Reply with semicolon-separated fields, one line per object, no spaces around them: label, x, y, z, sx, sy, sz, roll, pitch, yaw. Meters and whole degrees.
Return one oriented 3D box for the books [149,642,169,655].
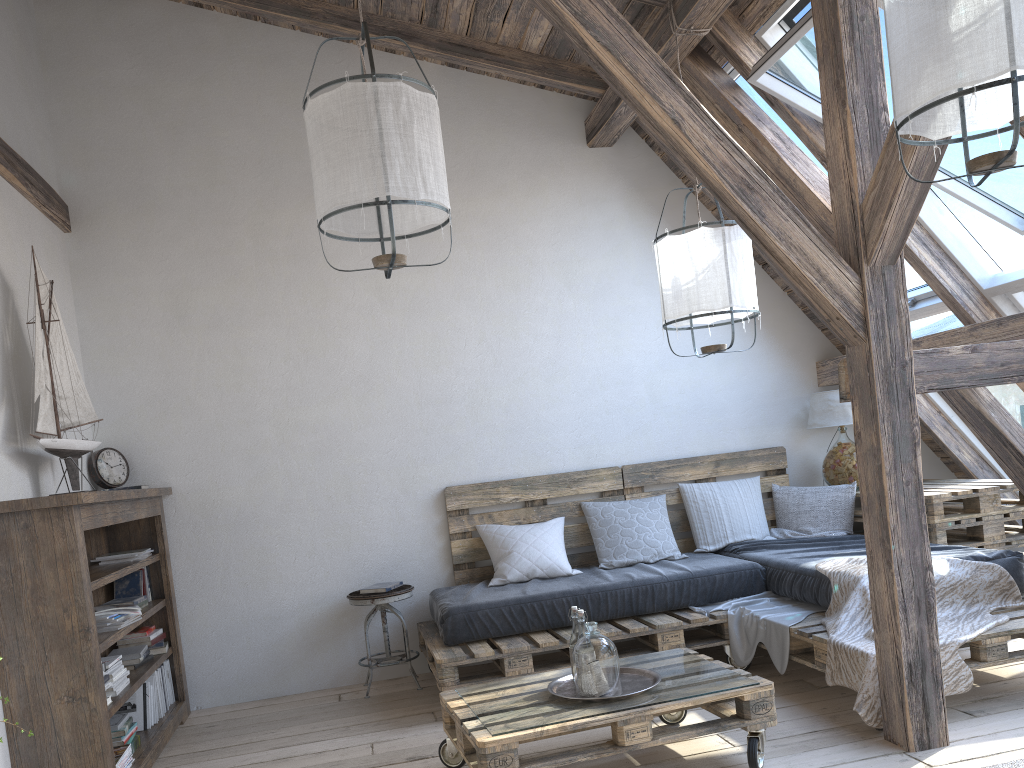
books;-1.804;1.308;4.310;0.218;0.030;0.163;-5;-5;-18

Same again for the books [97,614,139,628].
books;-1.688;0.989;3.665;0.204;0.009;0.259;-6;-5;-10

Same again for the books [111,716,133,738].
books;-1.673;1.428;3.633;0.173;0.025;0.222;-5;-5;-16

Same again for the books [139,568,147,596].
books;-1.863;0.997;4.298;0.139;0.176;0.059;-7;2;-12

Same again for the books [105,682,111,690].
books;-1.584;1.134;3.215;0.157;0.017;0.220;-6;-5;-7

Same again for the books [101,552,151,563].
books;-1.859;0.833;4.246;0.204;0.009;0.260;-5;-5;-20

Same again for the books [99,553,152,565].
books;-1.855;0.840;4.232;0.204;0.009;0.259;-5;-5;-17

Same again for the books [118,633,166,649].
books;-1.812;1.259;4.312;0.161;0.026;0.203;-6;-5;-4

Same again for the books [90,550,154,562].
books;-1.861;0.821;4.210;0.204;0.009;0.259;-6;-5;-5

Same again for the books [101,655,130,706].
books;-1.642;1.151;3.377;0.205;0.151;0.551;-6;-4;-12

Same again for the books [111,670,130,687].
books;-1.655;1.196;3.541;0.157;0.017;0.220;-6;-5;-7

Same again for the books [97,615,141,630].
books;-1.686;0.996;3.651;0.204;0.009;0.259;-6;-5;-7

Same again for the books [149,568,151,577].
books;-1.895;1.007;4.442;0.139;0.185;0.020;-7;2;-11

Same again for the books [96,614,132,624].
books;-1.693;0.970;3.642;0.204;0.009;0.259;-6;-5;-5

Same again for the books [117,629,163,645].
books;-1.819;1.235;4.302;0.157;0.021;0.219;-6;-5;-8

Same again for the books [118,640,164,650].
books;-1.812;1.283;4.301;0.203;0.021;0.151;-5;-5;-22

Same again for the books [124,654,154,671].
books;-1.766;1.288;4.047;0.152;0.024;0.228;-6;-5;-3

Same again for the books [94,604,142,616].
books;-1.691;0.945;3.686;0.220;0.088;0.263;-4;-5;-31

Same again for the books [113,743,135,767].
books;-1.573;1.451;3.299;0.237;0.088;0.318;-6;-4;-12

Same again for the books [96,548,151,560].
books;-1.861;0.814;4.222;0.204;0.009;0.259;-5;-5;-15

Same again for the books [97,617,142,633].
books;-1.683;1.004;3.643;0.204;0.009;0.259;-6;-5;-3

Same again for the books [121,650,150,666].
books;-1.772;1.265;4.053;0.159;0.023;0.212;-6;-5;-11

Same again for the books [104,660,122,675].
books;-1.684;1.152;3.536;0.157;0.017;0.220;-6;-5;-7

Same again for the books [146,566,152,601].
books;-1.885;1.002;4.395;0.139;0.185;0.020;-7;2;-11

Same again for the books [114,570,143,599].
books;-1.859;0.995;4.265;0.131;0.172;0.082;-7;1;-11

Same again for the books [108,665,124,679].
books;-1.654;1.165;3.534;0.139;0.018;0.185;-6;-5;-11

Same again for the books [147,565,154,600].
books;-1.881;0.996;4.416;0.136;0.201;0.021;-7;2;-11

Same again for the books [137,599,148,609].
books;-1.819;1.049;4.124;0.161;0.030;0.220;-6;-5;-8

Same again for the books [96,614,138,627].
books;-1.696;0.978;3.630;0.205;0.009;0.258;-7;-5;5

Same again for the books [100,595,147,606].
books;-1.816;1.022;4.116;0.149;0.021;0.205;-6;-5;-7

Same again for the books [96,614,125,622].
books;-1.705;0.962;3.631;0.204;0.009;0.259;-6;-5;-5

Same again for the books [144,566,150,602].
books;-1.881;0.992;4.375;0.135;0.202;0.021;-7;2;-11

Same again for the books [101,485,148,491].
books;-1.964;0.534;4.417;0.235;0.025;0.179;-6;-5;-11

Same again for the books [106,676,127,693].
books;-1.651;1.211;3.524;0.157;0.017;0.220;-6;-5;-11

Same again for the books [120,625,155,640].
books;-1.845;1.218;4.314;0.142;0.019;0.203;-6;-5;-11

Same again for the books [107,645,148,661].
books;-1.774;1.243;4.055;0.151;0.024;0.229;-5;-5;-16

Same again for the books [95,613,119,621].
books;-1.709;0.953;3.624;0.204;0.009;0.258;-7;-5;0
